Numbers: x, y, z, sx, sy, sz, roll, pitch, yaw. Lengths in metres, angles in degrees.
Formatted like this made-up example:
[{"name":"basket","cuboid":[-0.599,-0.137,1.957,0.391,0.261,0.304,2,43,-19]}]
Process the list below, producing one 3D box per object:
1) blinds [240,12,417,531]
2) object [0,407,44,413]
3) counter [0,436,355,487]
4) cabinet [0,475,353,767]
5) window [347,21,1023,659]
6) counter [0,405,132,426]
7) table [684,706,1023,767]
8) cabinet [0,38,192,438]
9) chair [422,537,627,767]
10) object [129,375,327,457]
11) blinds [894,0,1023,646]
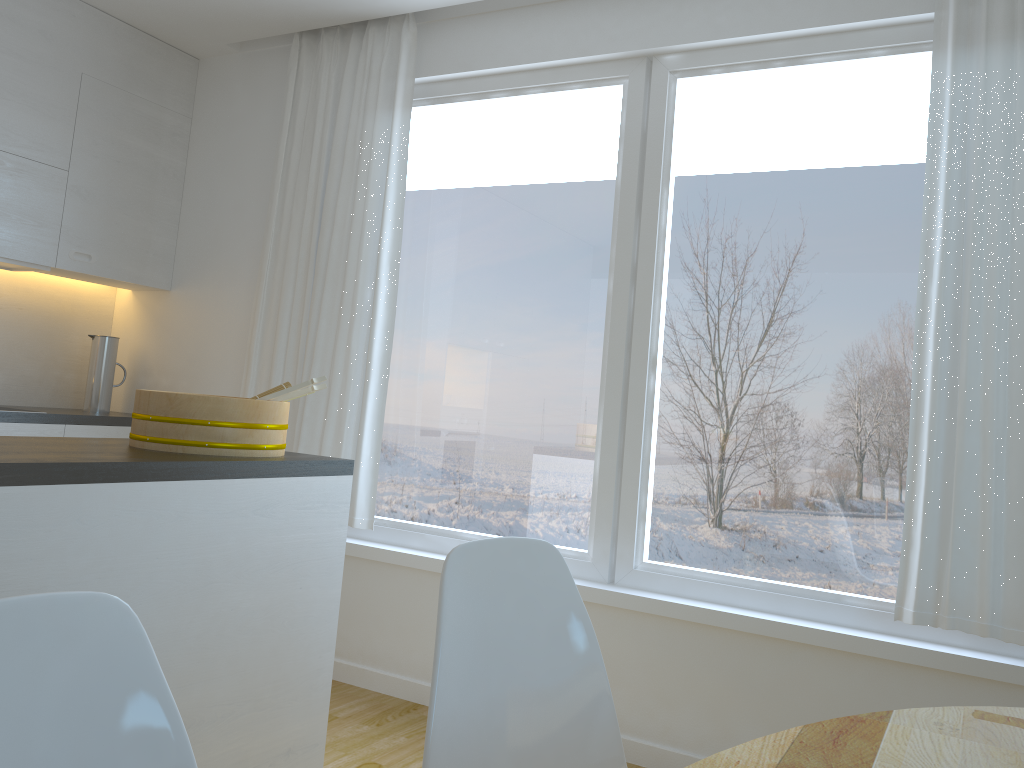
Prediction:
[{"name":"blinds","cuboid":[-0.812,-0.531,3.711,0.795,2.172,0.149,2,-6,28]},{"name":"object","cuboid":[-2.247,0.079,3.363,0.562,0.013,0.650,4,-2,29]},{"name":"counter","cuboid":[-1.245,0.119,1.426,0.601,0.040,2.387,4,-2,29]},{"name":"cabinet","cuboid":[-1.286,0.592,1.380,0.601,0.914,2.387,3,-3,28]},{"name":"window","cuboid":[0.448,-0.254,3.219,2.730,1.929,0.088,3,-6,28]},{"name":"counter","cuboid":[-2.248,0.096,3.356,0.601,0.040,1.989,4,-2,29]},{"name":"table","cuboid":[0.445,0.799,0.336,1.195,0.729,2.178,3,-3,27]},{"name":"cabinet","cuboid":[-2.449,-0.261,2.834,0.481,2.313,3.183,2,-4,28]},{"name":"chair","cuboid":[0.119,0.714,1.250,0.428,0.907,0.523,9,-6,-41]},{"name":"object","cuboid":[-0.740,0.064,2.272,0.428,0.215,0.378,7,-3,-33]},{"name":"blinds","cuboid":[1.528,-0.371,2.438,0.795,2.172,0.149,2,-6,29]}]
